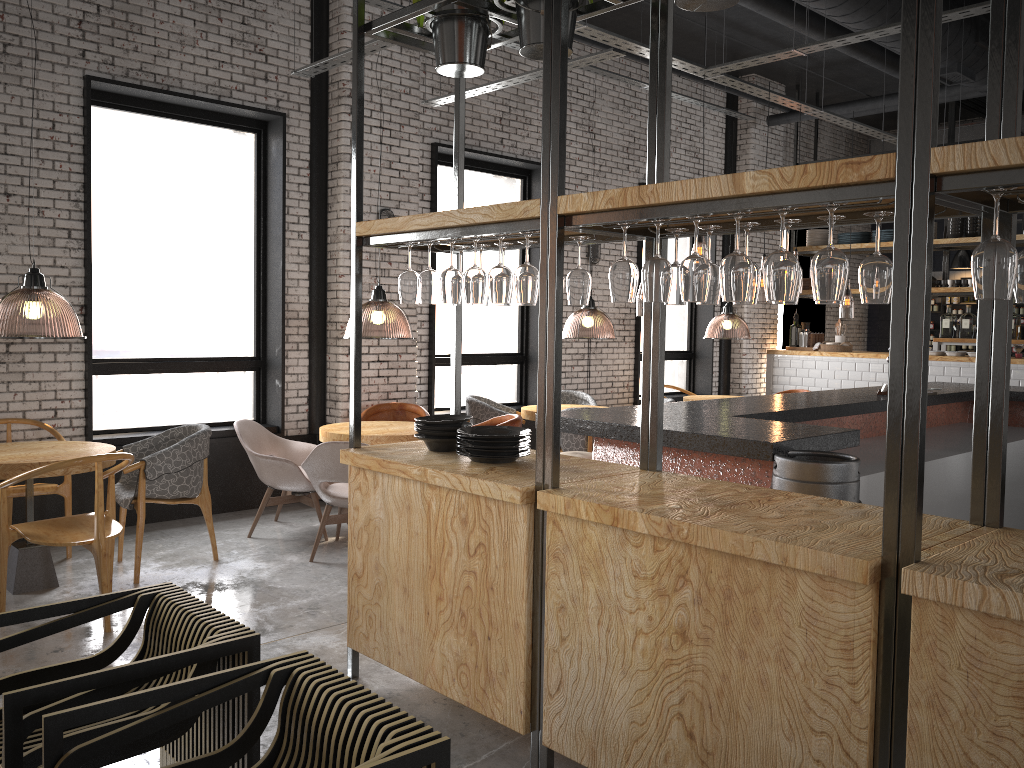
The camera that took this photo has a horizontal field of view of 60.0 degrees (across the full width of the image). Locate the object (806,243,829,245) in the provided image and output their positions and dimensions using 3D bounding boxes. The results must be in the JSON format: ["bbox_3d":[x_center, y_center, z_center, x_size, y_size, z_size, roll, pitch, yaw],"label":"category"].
[{"bbox_3d":[4.314,-1.951,12.470,0.335,0.042,0.335,1,4,-5],"label":"object"}]

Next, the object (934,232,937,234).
[{"bbox_3d":[5.293,-1.922,11.426,0.335,0.039,0.335,2,4,13],"label":"object"}]

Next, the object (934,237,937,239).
[{"bbox_3d":[5.292,-1.864,11.429,0.335,0.045,0.334,3,4,27],"label":"object"}]

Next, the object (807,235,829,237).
[{"bbox_3d":[4.316,-2.063,12.463,0.335,0.038,0.335,-1,4,-23],"label":"object"}]

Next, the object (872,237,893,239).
[{"bbox_3d":[5.003,-1.914,11.734,0.454,0.042,0.454,1,4,7],"label":"object"}]

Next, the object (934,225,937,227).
[{"bbox_3d":[5.294,-2.015,11.422,0.335,0.044,0.335,2,4,17],"label":"object"}]

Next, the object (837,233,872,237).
[{"bbox_3d":[4.670,-2.015,12.087,0.454,0.047,0.454,5,5,44],"label":"object"}]

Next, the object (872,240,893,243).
[{"bbox_3d":[5.003,-1.866,11.736,0.454,0.033,0.454,-2,5,-35],"label":"object"}]

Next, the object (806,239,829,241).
[{"bbox_3d":[4.314,-2.009,12.467,0.334,0.042,0.335,1,4,7],"label":"object"}]

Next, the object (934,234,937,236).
[{"bbox_3d":[5.291,-1.902,11.427,0.334,0.040,0.335,2,4,11],"label":"object"}]

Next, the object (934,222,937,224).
[{"bbox_3d":[5.295,-2.054,11.420,0.335,0.039,0.335,2,4,21],"label":"object"}]

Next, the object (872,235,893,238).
[{"bbox_3d":[5.004,-1.937,11.732,0.454,0.038,0.454,-3,5,-42],"label":"object"}]

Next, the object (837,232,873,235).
[{"bbox_3d":[4.670,-2.039,12.085,0.453,0.050,0.454,-1,4,-30],"label":"object"}]

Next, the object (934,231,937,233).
[{"bbox_3d":[5.292,-1.941,11.424,0.334,0.040,0.335,1,4,1],"label":"object"}]

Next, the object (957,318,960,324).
[{"bbox_3d":[7.063,-1.003,13.924,0.105,0.108,0.092,-1,4,-32],"label":"object"}]

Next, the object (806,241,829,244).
[{"bbox_3d":[4.314,-1.970,12.469,0.335,0.039,0.335,4,5,34],"label":"object"}]

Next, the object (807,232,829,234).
[{"bbox_3d":[4.316,-2.102,12.462,0.335,0.040,0.335,4,5,37],"label":"object"}]

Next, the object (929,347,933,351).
[{"bbox_3d":[6.747,-0.547,14.293,0.090,0.101,0.111,1,3,8],"label":"object"}]

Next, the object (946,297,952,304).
[{"bbox_3d":[6.920,-1.342,14.046,0.079,0.156,0.079,0,3,-13],"label":"object"}]

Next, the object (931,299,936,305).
[{"bbox_3d":[6.758,-1.317,14.218,0.071,0.083,0.071,0,3,-18],"label":"object"}]

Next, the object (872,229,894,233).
[{"bbox_3d":[5.006,-2.008,11.729,0.454,0.039,0.454,-1,4,-24],"label":"object"}]

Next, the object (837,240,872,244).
[{"bbox_3d":[4.669,-1.921,12.091,0.454,0.043,0.454,-2,5,-40],"label":"object"}]

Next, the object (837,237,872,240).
[{"bbox_3d":[4.670,-1.967,12.089,0.454,0.038,0.454,3,4,24],"label":"object"}]

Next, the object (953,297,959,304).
[{"bbox_3d":[6.994,-1.335,13.967,0.079,0.156,0.079,3,3,32],"label":"object"}]

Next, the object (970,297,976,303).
[{"bbox_3d":[7.177,-1.405,13.797,0.079,0.280,0.079,2,3,25],"label":"object"}]

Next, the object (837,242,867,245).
[{"bbox_3d":[4.669,-1.896,12.092,0.454,0.033,0.454,-2,5,-35],"label":"object"}]

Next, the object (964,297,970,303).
[{"bbox_3d":[7.114,-1.411,13.865,0.079,0.280,0.079,-1,4,-39],"label":"object"}]

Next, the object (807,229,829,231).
[{"bbox_3d":[4.318,-2.141,12.460,0.335,0.039,0.335,4,5,38],"label":"object"}]

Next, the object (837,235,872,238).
[{"bbox_3d":[4.670,-1.991,12.087,0.454,0.043,0.454,-2,5,-38],"label":"object"}]

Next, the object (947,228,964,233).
[{"bbox_3d":[5.571,-1.898,11.137,0.196,0.104,0.196,2,4,11],"label":"object"}]

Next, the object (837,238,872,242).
[{"bbox_3d":[4.669,-1.944,12.090,0.454,0.044,0.454,4,5,42],"label":"object"}]

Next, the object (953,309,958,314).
[{"bbox_3d":[6.987,-1.142,13.979,0.071,0.083,0.071,3,4,37],"label":"object"}]

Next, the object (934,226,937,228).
[{"bbox_3d":[5.294,-1.996,11.423,0.335,0.041,0.335,2,4,16],"label":"object"}]

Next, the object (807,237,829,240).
[{"bbox_3d":[4.315,-2.028,12.466,0.335,0.038,0.335,0,4,-18],"label":"object"}]

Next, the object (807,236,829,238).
[{"bbox_3d":[4.315,-2.044,12.466,0.335,0.043,0.335,1,4,-4],"label":"object"}]

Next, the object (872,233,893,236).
[{"bbox_3d":[5.005,-1.961,11.732,0.454,0.037,0.454,1,4,1],"label":"object"}]

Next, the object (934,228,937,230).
[{"bbox_3d":[5.293,-1.976,11.423,0.334,0.042,0.335,3,4,30],"label":"object"}]

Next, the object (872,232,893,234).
[{"bbox_3d":[5.004,-1.985,11.729,0.454,0.050,0.454,3,4,22],"label":"object"}]

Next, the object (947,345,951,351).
[{"bbox_3d":[6.925,-0.578,14.063,0.076,0.111,0.076,2,3,22],"label":"object"}]

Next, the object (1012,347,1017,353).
[{"bbox_3d":[7.606,-0.533,13.371,0.088,0.139,0.100,-2,4,-42],"label":"object"}]

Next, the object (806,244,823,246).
[{"bbox_3d":[4.313,-1.931,12.470,0.335,0.033,0.335,1,4,-5],"label":"object"}]

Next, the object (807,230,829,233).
[{"bbox_3d":[4.317,-2.122,12.462,0.335,0.041,0.335,5,5,43],"label":"object"}]

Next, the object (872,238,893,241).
[{"bbox_3d":[5.004,-1.891,11.735,0.454,0.045,0.454,2,4,21],"label":"object"}]

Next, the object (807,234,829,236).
[{"bbox_3d":[4.316,-2.082,12.463,0.335,0.034,0.335,3,4,23],"label":"object"}]

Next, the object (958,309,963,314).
[{"bbox_3d":[7.046,-1.136,13.916,0.071,0.083,0.071,3,4,37],"label":"object"}]

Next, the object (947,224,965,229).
[{"bbox_3d":[5.573,-1.941,11.134,0.196,0.102,0.197,0,4,-14],"label":"object"}]

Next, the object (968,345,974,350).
[{"bbox_3d":[7.167,-0.666,13.827,0.079,0.280,0.079,2,3,15],"label":"object"}]

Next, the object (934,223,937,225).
[{"bbox_3d":[5.294,-2.034,11.420,0.335,0.039,0.335,3,4,22],"label":"object"}]

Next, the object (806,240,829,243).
[{"bbox_3d":[4.315,-1.990,12.468,0.335,0.044,0.335,2,4,13],"label":"object"}]

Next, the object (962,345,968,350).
[{"bbox_3d":[7.102,-0.671,13.896,0.079,0.280,0.079,-1,3,-34],"label":"object"}]

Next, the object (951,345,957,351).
[{"bbox_3d":[6.982,-0.573,14.005,0.076,0.111,0.076,-1,4,-38],"label":"object"}]
